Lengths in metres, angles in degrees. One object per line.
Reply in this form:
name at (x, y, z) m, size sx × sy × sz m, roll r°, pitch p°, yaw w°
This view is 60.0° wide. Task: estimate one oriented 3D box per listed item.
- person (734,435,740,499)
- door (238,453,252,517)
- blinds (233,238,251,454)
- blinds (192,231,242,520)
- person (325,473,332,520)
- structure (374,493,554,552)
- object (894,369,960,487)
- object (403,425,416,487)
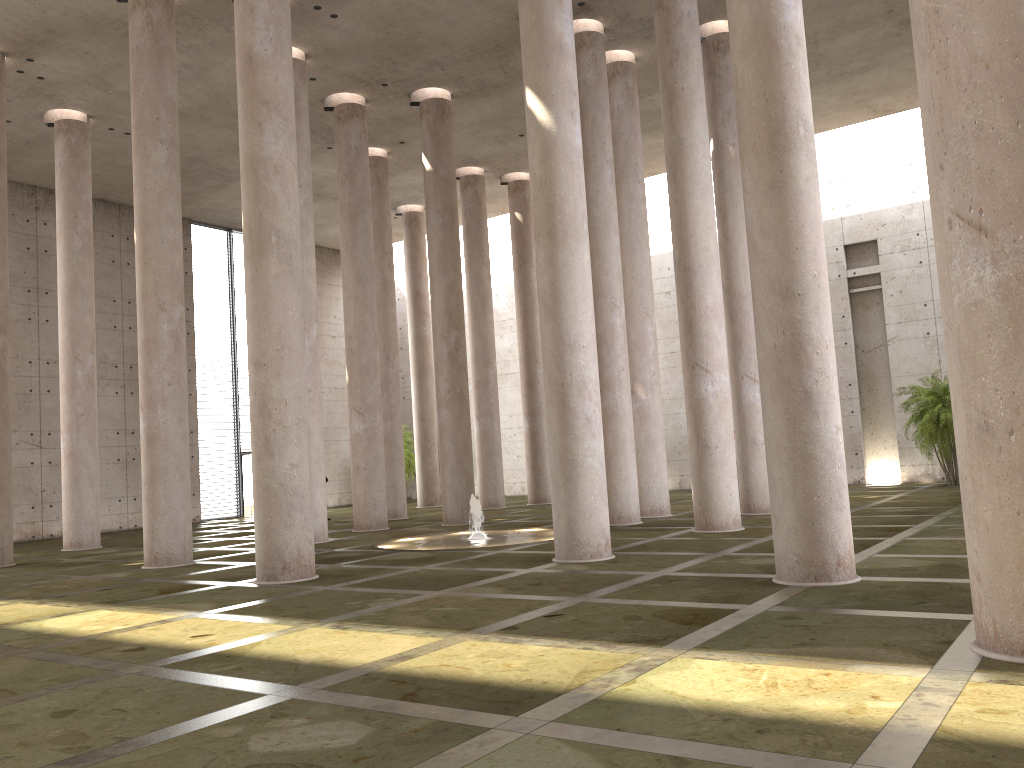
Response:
person at (5.276, 2.018, 21.464) m, size 0.898 × 1.851 × 0.001 m, roll -7°, pitch -6°, yaw 35°
door at (-9.279, 3.628, 32.258) m, size 0.761 × 2.300 × 2.132 m, roll -5°, pitch -5°, yaw 15°
blinds at (-9.496, -1.400, 32.841) m, size 0.202 × 7.905 × 1.676 m, roll -7°, pitch -6°, yaw 35°
blinds at (-10.497, -0.354, 31.327) m, size 0.202 × 10.110 × 1.676 m, roll -7°, pitch -6°, yaw 35°
person at (-5.741, 3.186, 26.362) m, size 0.789 × 1.752 × 0.001 m, roll -5°, pitch -5°, yaw 15°
structure at (-0.644, 2.706, 16.800) m, size 3.913 × 1.279 × 3.916 m, roll -4°, pitch -5°, yaw 7°
object at (11.815, 1.220, 23.864) m, size 2.483 × 3.247 × 2.333 m, roll -2°, pitch -5°, yaw -17°
object at (-4.756, 3.255, 35.455) m, size 2.483 × 3.247 × 2.333 m, roll -7°, pitch -6°, yaw 38°
